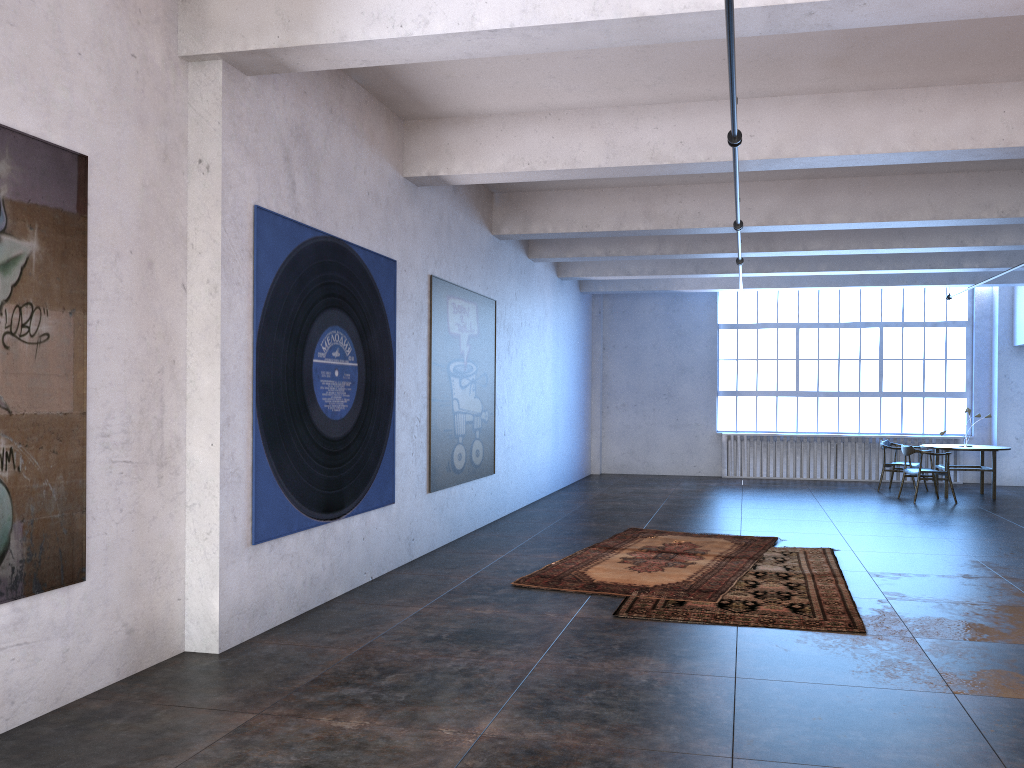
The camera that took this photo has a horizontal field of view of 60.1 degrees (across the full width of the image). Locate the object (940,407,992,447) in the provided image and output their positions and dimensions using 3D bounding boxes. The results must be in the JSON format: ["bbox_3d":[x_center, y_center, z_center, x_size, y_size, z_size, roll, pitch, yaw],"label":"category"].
[{"bbox_3d":[7.233,0.680,14.120,0.766,0.624,0.242,0,0,15],"label":"object"}]

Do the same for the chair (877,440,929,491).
[{"bbox_3d":[6.514,1.377,14.762,0.659,0.864,0.743,0,0,40],"label":"chair"}]

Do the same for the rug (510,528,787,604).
[{"bbox_3d":[1.467,1.631,8.400,1.847,0.048,3.577,0,-1,24],"label":"rug"}]

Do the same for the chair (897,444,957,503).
[{"bbox_3d":[6.257,1.353,13.366,0.673,0.864,0.728,0,0,1],"label":"chair"}]

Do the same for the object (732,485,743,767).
[{"bbox_3d":[4.303,1.744,3.225,19.556,0.001,27.465,0,-1,14],"label":"object"}]

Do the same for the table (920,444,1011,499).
[{"bbox_3d":[7.227,1.423,14.139,1.335,0.851,1.284,1,-1,-32],"label":"table"}]
